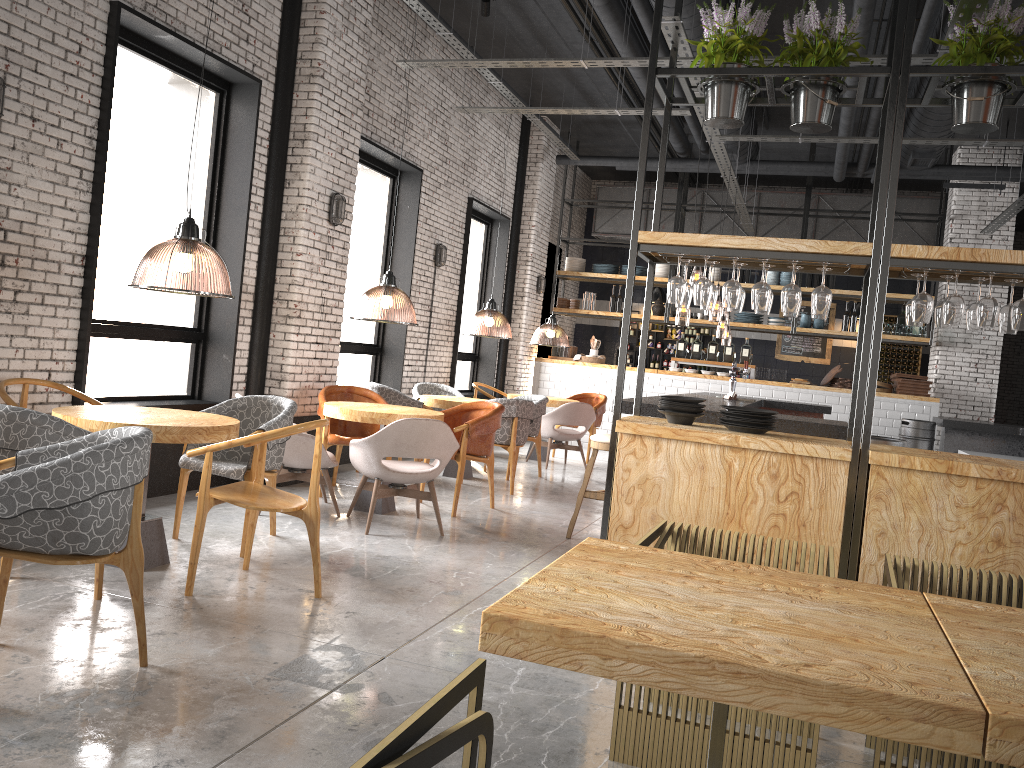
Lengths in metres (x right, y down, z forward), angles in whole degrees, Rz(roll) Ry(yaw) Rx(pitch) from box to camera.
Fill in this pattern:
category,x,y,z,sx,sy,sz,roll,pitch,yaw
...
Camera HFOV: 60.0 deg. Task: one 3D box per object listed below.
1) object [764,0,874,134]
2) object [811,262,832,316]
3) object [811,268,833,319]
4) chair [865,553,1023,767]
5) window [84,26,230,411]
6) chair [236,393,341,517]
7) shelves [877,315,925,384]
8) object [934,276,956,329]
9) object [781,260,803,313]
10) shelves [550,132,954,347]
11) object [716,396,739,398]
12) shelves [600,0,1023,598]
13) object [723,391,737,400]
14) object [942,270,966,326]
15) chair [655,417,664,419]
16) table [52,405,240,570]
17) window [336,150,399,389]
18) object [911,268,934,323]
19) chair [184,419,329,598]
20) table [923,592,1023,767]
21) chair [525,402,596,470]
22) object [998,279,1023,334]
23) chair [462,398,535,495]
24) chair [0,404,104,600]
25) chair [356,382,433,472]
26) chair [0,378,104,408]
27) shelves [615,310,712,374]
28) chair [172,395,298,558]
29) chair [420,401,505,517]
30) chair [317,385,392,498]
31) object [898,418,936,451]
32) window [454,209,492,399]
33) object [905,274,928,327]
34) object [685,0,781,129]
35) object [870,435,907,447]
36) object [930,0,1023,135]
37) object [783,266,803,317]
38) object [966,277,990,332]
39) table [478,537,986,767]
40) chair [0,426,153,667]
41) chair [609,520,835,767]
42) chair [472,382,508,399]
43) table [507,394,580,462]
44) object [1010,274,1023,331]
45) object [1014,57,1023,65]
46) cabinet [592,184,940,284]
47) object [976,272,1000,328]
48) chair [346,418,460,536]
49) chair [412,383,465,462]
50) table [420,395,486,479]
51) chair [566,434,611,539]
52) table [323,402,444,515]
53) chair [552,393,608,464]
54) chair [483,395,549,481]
category,x,y,z,sx,sy,sz,roll,pitch,yaw
object,1.612,-1.634,4.710,0.467,0.559,0.416,6,1,-5
object,1.564,-0.481,4.464,0.101,0.267,0.101,5,1,-41
object,1.654,-0.482,4.735,0.101,0.267,0.101,5,1,-41
chair,1.555,1.032,2.923,0.657,0.730,0.638,6,1,21
window,-2.652,-1.141,6.592,0.365,2.696,1.534,6,1,18
chair,-1.694,0.525,6.643,0.802,0.850,0.771,5,1,-22
shelves,6.726,-0.132,15.741,0.890,2.148,0.251,6,1,18
object,2.225,-0.417,4.544,0.101,0.267,0.101,6,1,32
object,1.425,-0.497,4.511,0.101,0.267,0.101,5,1,-18
shelves,3.540,-2.373,13.752,5.680,3.066,0.597,6,1,18
object,2.457,0.098,10.063,0.200,0.106,0.766,6,2,18
shelves,2.485,-1.078,4.308,3.662,5.017,0.690,6,1,18
object,2.275,0.115,9.252,0.091,0.091,0.178,6,2,-7
object,2.134,-0.417,4.272,0.101,0.267,0.101,6,1,32
chair,1.687,0.755,10.083,0.480,0.805,0.439,6,1,-8
table,-1.986,0.571,4.765,0.931,0.809,0.933,5,2,-24
window,-1.638,-1.143,9.626,0.365,2.696,1.534,6,1,18
object,2.003,-0.432,4.316,0.101,0.267,0.101,6,1,32
chair,-1.238,0.614,4.543,0.644,0.921,0.612,6,1,10
table,1.470,1.039,1.955,0.997,0.763,1.000,6,2,18
chair,0.619,0.615,10.837,0.770,0.850,0.803,5,1,-22
object,2.503,-0.386,4.450,0.101,0.267,0.101,6,1,32
chair,-0.111,0.583,8.650,0.680,0.928,0.644,5,1,-27
chair,-2.237,0.528,3.976,0.681,0.928,0.643,6,1,18
chair,-1.234,0.458,8.972,0.643,0.928,0.682,5,1,-27
chair,-2.701,0.446,5.130,0.644,0.921,0.612,6,1,25
shelves,2.908,-0.669,17.076,1.762,1.482,0.157,6,1,18
chair,-1.635,0.538,5.472,0.682,0.928,0.643,6,1,28
chair,-0.366,0.601,7.366,0.643,0.928,0.682,5,1,-34
chair,-1.380,0.490,7.608,0.680,0.928,0.644,5,1,-29
object,4.713,0.939,10.395,0.397,1.035,0.400,5,1,-36
window,-0.624,-1.145,12.664,0.365,2.696,1.534,6,1,18
object,2.094,-0.432,4.588,0.101,0.267,0.101,6,1,32
object,1.169,-1.681,4.773,0.416,0.559,0.468,5,1,-31
object,2.287,0.855,5.703,0.397,1.035,0.400,5,1,-36
object,2.342,-1.551,4.431,0.416,0.559,0.468,5,1,-33
object,1.515,-0.497,4.782,0.101,0.267,0.101,5,1,-18
object,2.364,-0.402,4.497,0.101,0.267,0.101,6,1,32
table,0.524,0.933,2.273,0.997,0.763,1.000,6,2,18
chair,-1.640,0.613,3.256,0.643,0.928,0.682,5,1,-22
chair,0.773,0.944,3.171,0.657,0.730,0.638,6,1,19
chair,-0.310,0.460,11.763,0.644,0.921,0.612,6,1,25
table,0.367,0.580,11.438,0.931,0.809,0.933,5,2,-29
object,2.412,-0.386,4.179,0.101,0.267,0.101,6,1,32
object,2.762,-1.505,4.320,0.467,0.559,0.417,5,1,-14
cabinet,4.359,-2.528,15.892,5.867,1.768,0.682,6,1,18
object,2.273,-0.402,4.226,0.101,0.267,0.101,6,1,32
chair,-0.782,0.628,6.333,0.770,0.850,0.803,5,1,-22
chair,-0.840,0.467,9.892,0.680,0.928,0.644,5,1,-27
table,-0.525,0.566,9.202,0.931,0.809,0.933,5,2,-24
chair,0.719,0.778,6.549,0.480,0.805,0.439,5,1,-23
table,-1.034,0.593,6.934,0.931,0.809,0.933,5,2,-24
chair,0.978,0.582,11.879,0.682,0.928,0.643,7,2,41
chair,0.091,0.569,9.651,0.643,0.928,0.682,5,1,-27
